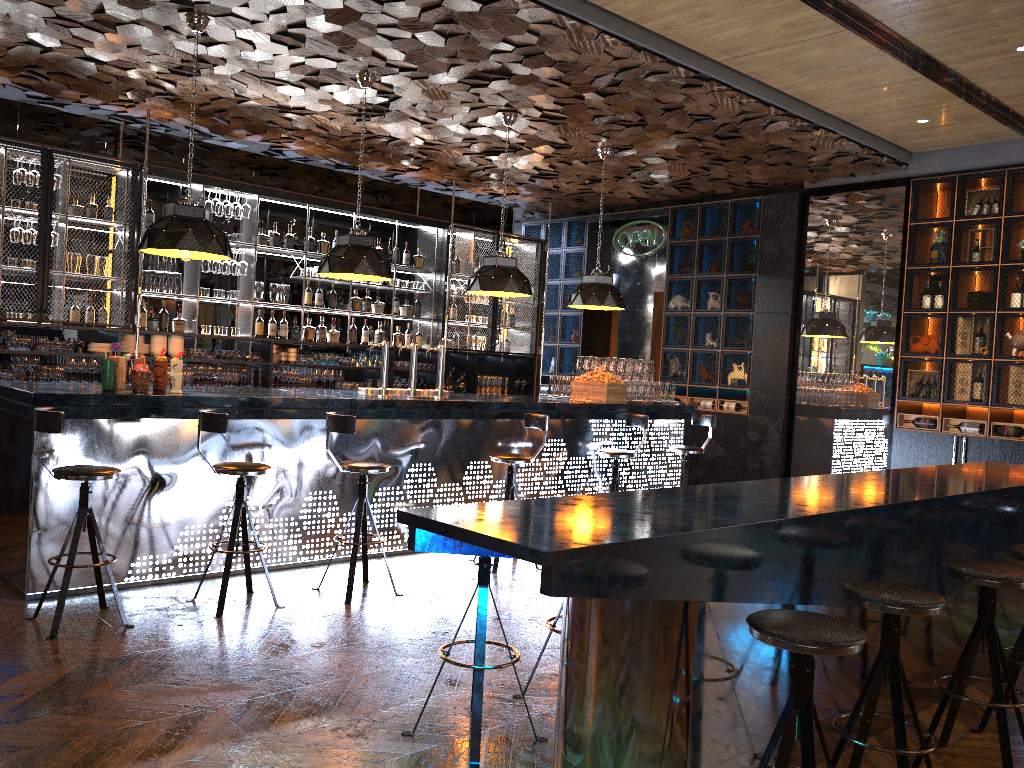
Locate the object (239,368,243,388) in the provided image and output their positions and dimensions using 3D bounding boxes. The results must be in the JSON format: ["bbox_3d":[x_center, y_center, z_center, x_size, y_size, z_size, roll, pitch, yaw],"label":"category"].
[{"bbox_3d":[-2.729,-0.071,8.955,0.092,0.218,0.092,4,1,8],"label":"object"}]

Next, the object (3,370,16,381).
[{"bbox_3d":[-4.210,-0.065,7.427,0.093,0.101,0.093,4,1,10],"label":"object"}]

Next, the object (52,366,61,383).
[{"bbox_3d":[-4.010,-0.084,7.811,0.065,0.146,0.074,3,1,-19],"label":"object"}]

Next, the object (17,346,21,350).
[{"bbox_3d":[-4.268,-0.359,7.696,0.081,0.132,0.081,4,1,20],"label":"object"}]

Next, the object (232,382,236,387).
[{"bbox_3d":[-2.840,-0.080,9.035,0.092,0.218,0.092,4,1,8],"label":"object"}]

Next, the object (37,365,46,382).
[{"bbox_3d":[-4.141,-0.092,7.812,0.065,0.146,0.074,3,1,-13],"label":"object"}]

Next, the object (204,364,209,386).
[{"bbox_3d":[-3.048,-0.087,8.854,0.084,0.216,0.084,3,1,-20],"label":"object"}]

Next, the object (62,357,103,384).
[{"bbox_3d":[-3.795,-0.113,7.916,0.376,0.227,0.186,2,2,-44],"label":"object"}]

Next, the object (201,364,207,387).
[{"bbox_3d":[-3.019,-0.082,8.691,0.084,0.216,0.084,5,2,40],"label":"object"}]

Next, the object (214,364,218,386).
[{"bbox_3d":[-2.978,-0.090,8.939,0.071,0.226,0.071,4,1,20],"label":"object"}]

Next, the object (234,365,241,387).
[{"bbox_3d":[-2.720,-0.071,8.775,0.071,0.226,0.071,4,1,20],"label":"object"}]

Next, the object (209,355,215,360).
[{"bbox_3d":[-2.921,-0.260,8.629,0.049,0.048,0.044,3,1,0],"label":"object"}]

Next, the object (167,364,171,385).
[{"bbox_3d":[-3.222,-0.083,8.338,0.082,0.213,0.082,3,1,-13],"label":"object"}]

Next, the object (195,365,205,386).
[{"bbox_3d":[-3.004,-0.077,8.529,0.084,0.216,0.084,4,2,36],"label":"object"}]

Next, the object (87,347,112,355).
[{"bbox_3d":[-3.695,-0.296,7.957,0.209,0.060,0.211,4,1,7],"label":"object"}]

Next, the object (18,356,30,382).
[{"bbox_3d":[-4.119,-0.124,7.486,0.088,0.229,0.077,3,2,-29],"label":"object"}]

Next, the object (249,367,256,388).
[{"bbox_3d":[-2.628,-0.066,8.975,0.071,0.217,0.071,2,2,-34],"label":"object"}]

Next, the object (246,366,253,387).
[{"bbox_3d":[-2.706,-0.074,9.123,0.071,0.217,0.071,2,2,-34],"label":"object"}]

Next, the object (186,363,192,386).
[{"bbox_3d":[-3.183,-0.092,8.730,0.084,0.216,0.084,3,1,-4],"label":"object"}]

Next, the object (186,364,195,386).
[{"bbox_3d":[-3.075,-0.078,8.468,0.082,0.213,0.082,3,1,-12],"label":"object"}]

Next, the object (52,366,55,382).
[{"bbox_3d":[-4.075,-0.090,7.889,0.074,0.146,0.065,3,1,-20],"label":"object"}]

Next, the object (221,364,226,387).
[{"bbox_3d":[-2.859,-0.080,8.816,0.071,0.226,0.071,4,1,20],"label":"object"}]

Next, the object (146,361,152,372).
[{"bbox_3d":[-3.381,-0.098,8.226,0.073,0.229,0.073,4,2,36],"label":"object"}]

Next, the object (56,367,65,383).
[{"bbox_3d":[-3.937,-0.078,7.732,0.065,0.146,0.074,5,2,42],"label":"object"}]

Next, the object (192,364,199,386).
[{"bbox_3d":[-3.089,-0.084,8.632,0.084,0.216,0.084,3,2,-30],"label":"object"}]

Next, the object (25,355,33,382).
[{"bbox_3d":[-4.182,-0.133,7.712,0.088,0.229,0.077,2,2,-41],"label":"object"}]

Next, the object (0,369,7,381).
[{"bbox_3d":[-4.286,-0.071,7.501,0.093,0.101,0.093,3,1,-21],"label":"object"}]

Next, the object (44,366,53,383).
[{"bbox_3d":[-4.005,-0.080,7.665,0.065,0.146,0.074,4,2,24],"label":"object"}]

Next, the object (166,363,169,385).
[{"bbox_3d":[-3.276,-0.088,8.406,0.082,0.213,0.082,4,2,24],"label":"object"}]

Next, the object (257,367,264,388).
[{"bbox_3d":[-2.556,-0.062,8.988,0.071,0.217,0.071,2,2,-34],"label":"object"}]

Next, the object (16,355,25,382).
[{"bbox_3d":[-4.179,-0.129,7.554,0.077,0.229,0.088,4,1,7],"label":"object"}]

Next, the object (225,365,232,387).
[{"bbox_3d":[-2.801,-0.075,8.755,0.071,0.226,0.071,4,1,20],"label":"object"}]

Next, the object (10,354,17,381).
[{"bbox_3d":[-4.298,-0.139,7.681,0.088,0.229,0.077,4,1,22],"label":"object"}]

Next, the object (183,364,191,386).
[{"bbox_3d":[-3.131,-0.083,8.540,0.082,0.213,0.082,4,2,29],"label":"object"}]

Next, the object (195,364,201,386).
[{"bbox_3d":[-3.111,-0.089,8.788,0.084,0.216,0.084,2,2,-43],"label":"object"}]

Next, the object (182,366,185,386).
[{"bbox_3d":[-3.190,-0.088,8.607,0.082,0.213,0.082,4,2,36],"label":"object"}]

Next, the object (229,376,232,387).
[{"bbox_3d":[-2.818,-0.075,8.908,0.092,0.218,0.092,4,1,8],"label":"object"}]

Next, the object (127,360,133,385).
[{"bbox_3d":[-3.553,-0.109,8.256,0.073,0.229,0.073,4,2,36],"label":"object"}]

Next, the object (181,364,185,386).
[{"bbox_3d":[-3.145,-0.080,8.408,0.082,0.213,0.082,3,1,-9],"label":"object"}]

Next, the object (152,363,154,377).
[{"bbox_3d":[-3.346,-0.091,8.347,0.082,0.213,0.082,5,2,40],"label":"object"}]

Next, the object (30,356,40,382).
[{"bbox_3d":[-4.102,-0.126,7.619,0.088,0.229,0.077,2,2,-43],"label":"object"}]

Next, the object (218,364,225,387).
[{"bbox_3d":[-2.918,-0.085,8.888,0.071,0.226,0.071,4,1,20],"label":"object"}]

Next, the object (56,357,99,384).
[{"bbox_3d":[-3.926,-0.125,8.061,0.376,0.227,0.186,2,2,-44],"label":"object"}]

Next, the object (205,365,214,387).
[{"bbox_3d":[-2.933,-0.074,8.592,0.084,0.216,0.084,3,2,-27],"label":"object"}]

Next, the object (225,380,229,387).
[{"bbox_3d":[-2.886,-0.081,8.991,0.092,0.218,0.092,4,1,8],"label":"object"}]

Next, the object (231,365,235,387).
[{"bbox_3d":[-2.774,-0.075,8.834,0.071,0.226,0.071,4,1,20],"label":"object"}]

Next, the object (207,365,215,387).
[{"bbox_3d":[-2.960,-0.080,8.753,0.084,0.216,0.084,3,1,0],"label":"object"}]

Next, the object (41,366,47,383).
[{"bbox_3d":[-4.076,-0.086,7.740,0.065,0.146,0.074,3,2,-30],"label":"object"}]

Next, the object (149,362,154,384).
[{"bbox_3d":[-3.466,-0.101,8.476,0.082,0.213,0.082,4,2,24],"label":"object"}]

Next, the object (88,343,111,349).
[{"bbox_3d":[-3.692,-0.337,7.957,0.211,0.060,0.209,3,1,2],"label":"object"}]

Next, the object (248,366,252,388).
[{"bbox_3d":[-2.662,-0.070,9.056,0.071,0.217,0.071,2,2,-34],"label":"object"}]

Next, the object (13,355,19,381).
[{"bbox_3d":[-4.237,-0.134,7.612,0.077,0.229,0.088,3,2,-27],"label":"object"}]

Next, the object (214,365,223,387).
[{"bbox_3d":[-2.867,-0.072,8.653,0.084,0.216,0.084,3,1,0],"label":"object"}]

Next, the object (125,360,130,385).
[{"bbox_3d":[-3.553,-0.106,8.143,0.073,0.229,0.073,4,2,36],"label":"object"}]

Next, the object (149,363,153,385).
[{"bbox_3d":[-3.403,-0.096,8.413,0.082,0.213,0.082,4,1,8],"label":"object"}]

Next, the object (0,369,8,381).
[{"bbox_3d":[-4.350,-0.077,7.580,0.093,0.101,0.093,3,2,-27],"label":"object"}]

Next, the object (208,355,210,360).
[{"bbox_3d":[-2.960,-0.263,8.670,0.044,0.048,0.049,3,1,-10],"label":"object"}]

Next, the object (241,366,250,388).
[{"bbox_3d":[-2.668,-0.065,8.864,0.092,0.218,0.092,4,1,8],"label":"object"}]
